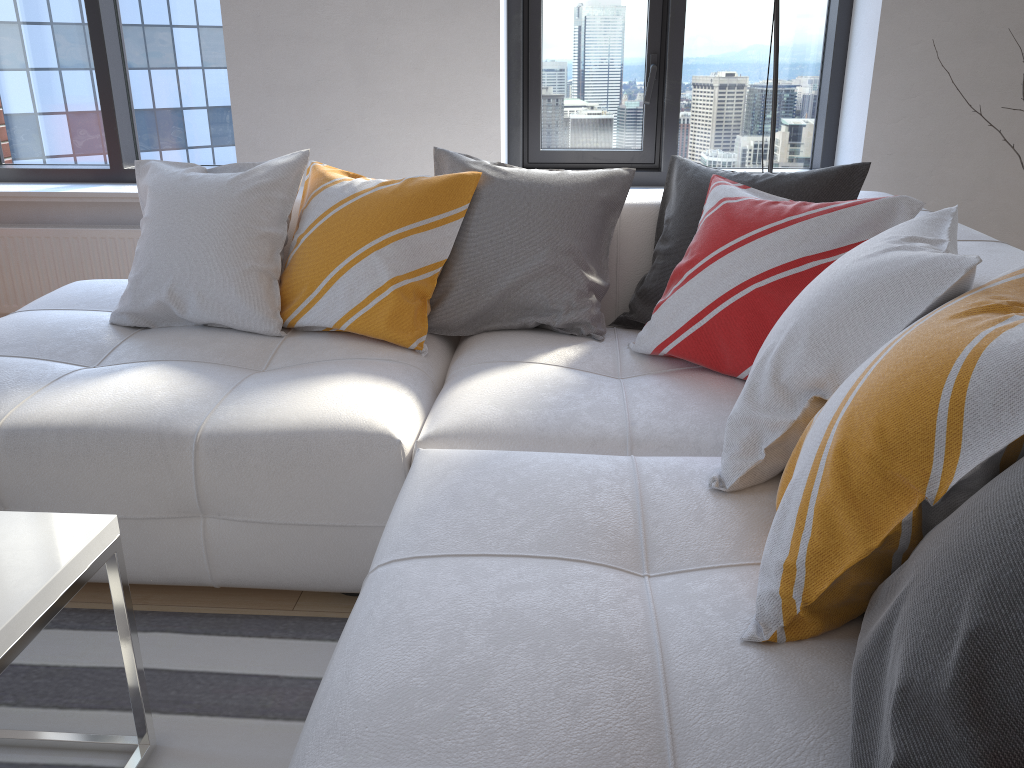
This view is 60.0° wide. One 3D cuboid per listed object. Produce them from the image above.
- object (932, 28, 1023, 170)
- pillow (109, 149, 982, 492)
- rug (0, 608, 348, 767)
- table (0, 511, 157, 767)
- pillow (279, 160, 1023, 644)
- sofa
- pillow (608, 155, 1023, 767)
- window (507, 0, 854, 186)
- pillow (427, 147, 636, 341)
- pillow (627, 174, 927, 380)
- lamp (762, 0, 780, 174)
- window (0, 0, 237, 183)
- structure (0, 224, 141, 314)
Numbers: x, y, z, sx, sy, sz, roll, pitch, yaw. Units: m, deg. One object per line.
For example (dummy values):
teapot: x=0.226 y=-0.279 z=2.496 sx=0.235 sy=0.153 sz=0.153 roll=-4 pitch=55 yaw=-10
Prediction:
object: x=1.295 y=-0.507 z=1.999 sx=0.607 sy=0.744 sz=0.406 roll=18 pitch=27 yaw=41
pillow: x=-0.199 y=-0.228 z=1.928 sx=2.156 sy=0.456 sz=0.580 roll=11 pitch=23 yaw=28
rug: x=-1.068 y=0.865 z=0.778 sx=1.662 sy=0.016 sz=2.326 roll=1 pitch=20 yaw=4
table: x=-1.174 y=0.574 z=0.929 sx=1.091 sy=0.435 sz=1.091 roll=1 pitch=20 yaw=4
pillow: x=0.037 y=-0.138 z=1.732 sx=0.630 sy=0.440 sz=2.095 roll=-16 pitch=25 yaw=-36
sofa: x=-0.281 y=0.306 z=1.258 sx=2.614 sy=0.732 sz=3.424 roll=1 pitch=20 yaw=4
pillow: x=0.557 y=-0.072 z=1.502 sx=0.608 sy=0.436 sz=2.120 roll=0 pitch=20 yaw=0
window: x=0.636 y=-1.957 z=3.266 sx=1.310 sy=2.402 sz=0.170 roll=1 pitch=20 yaw=4
pillow: x=0.205 y=0.062 z=1.126 sx=0.647 sy=0.453 sz=2.953 roll=-3 pitch=20 yaw=-8
pillow: x=0.542 y=0.064 z=1.205 sx=0.575 sy=0.449 sz=2.250 roll=0 pitch=20 yaw=1
lamp: x=0.478 y=-0.982 z=1.989 sx=0.710 sy=2.647 sz=3.199 roll=16 pitch=25 yaw=37
window: x=-1.660 y=-2.007 z=3.419 sx=1.310 sy=2.402 sz=0.170 roll=1 pitch=20 yaw=4
structure: x=-1.648 y=-0.418 z=3.647 sx=1.015 sy=0.460 sz=0.110 roll=1 pitch=20 yaw=4
